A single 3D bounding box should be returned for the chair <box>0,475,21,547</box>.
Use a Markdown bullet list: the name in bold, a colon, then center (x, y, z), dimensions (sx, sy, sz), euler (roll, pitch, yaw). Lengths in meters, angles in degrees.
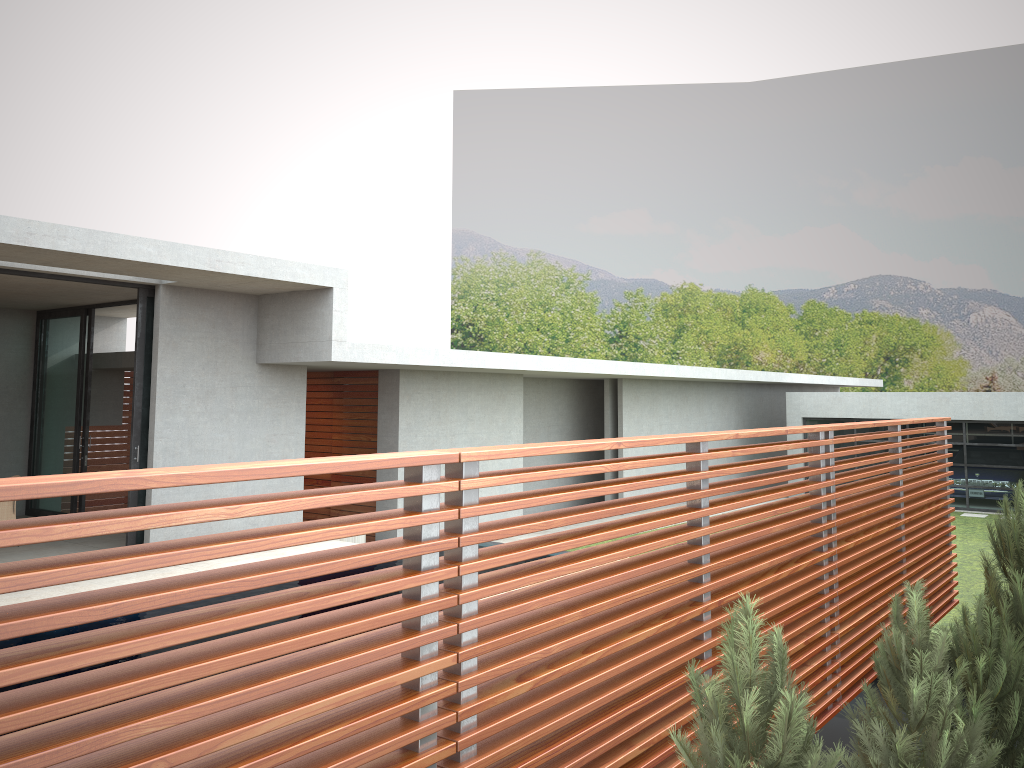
- **chair**: center (-6.523, 1.599, 11.049), dimensions (0.616, 0.870, 0.627), euler (-3, -5, 37)
